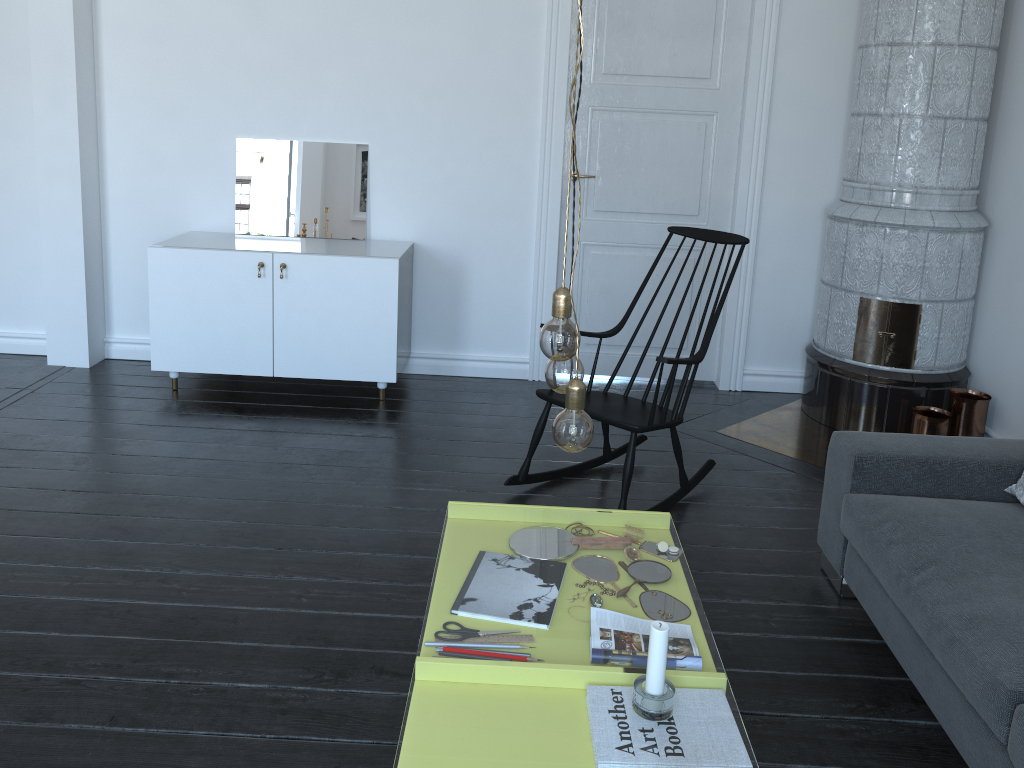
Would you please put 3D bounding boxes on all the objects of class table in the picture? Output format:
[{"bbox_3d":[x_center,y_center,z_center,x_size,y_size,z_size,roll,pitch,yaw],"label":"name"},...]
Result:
[{"bbox_3d":[0.105,0.737,1.739,0.600,0.389,1.440,3,17,0],"label":"table"}]

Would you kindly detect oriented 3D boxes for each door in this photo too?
[{"bbox_3d":[0.731,-1.193,4.649,1.169,2.418,0.118,3,11,1],"label":"door"}]

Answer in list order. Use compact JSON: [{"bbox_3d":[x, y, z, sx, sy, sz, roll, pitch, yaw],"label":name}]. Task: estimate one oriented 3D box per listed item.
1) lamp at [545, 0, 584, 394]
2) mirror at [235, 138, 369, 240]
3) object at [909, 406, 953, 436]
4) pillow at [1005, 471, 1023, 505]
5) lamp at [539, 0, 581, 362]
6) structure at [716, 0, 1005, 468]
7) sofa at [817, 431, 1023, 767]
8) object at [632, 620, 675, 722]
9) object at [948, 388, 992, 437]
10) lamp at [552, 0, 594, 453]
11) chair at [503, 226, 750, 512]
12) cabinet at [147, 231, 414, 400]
[{"bbox_3d":[0.126,-0.699,1.516,0.087,1.463,0.075,-6,14,-37],"label":"lamp"},{"bbox_3d":[-1.114,-1.031,4.662,0.695,0.491,0.055,3,11,1],"label":"mirror"},{"bbox_3d":[1.892,0.223,3.994,0.171,0.195,0.179,0,14,-9],"label":"object"},{"bbox_3d":[1.620,0.441,1.612,0.478,0.479,2.111,4,17,5],"label":"pillow"},{"bbox_3d":[0.118,-0.759,1.438,0.075,1.463,0.075,-7,15,-42],"label":"lamp"},{"bbox_3d":[1.759,-1.175,4.059,1.281,2.824,0.789,-9,16,-44],"label":"structure"},{"bbox_3d":[1.504,0.642,1.722,1.084,0.705,2.439,3,17,0],"label":"sofa"},{"bbox_3d":[0.257,0.504,1.571,0.075,0.169,0.075,11,15,35],"label":"object"},{"bbox_3d":[2.074,0.181,4.025,0.176,0.274,0.177,3,13,0],"label":"object"},{"bbox_3d":[0.134,-0.599,1.431,0.089,1.463,0.075,8,12,24],"label":"lamp"},{"bbox_3d":[0.495,-0.073,3.419,0.914,0.982,0.622,-11,18,-43],"label":"chair"},{"bbox_3d":[-1.149,-0.350,4.500,1.200,0.719,0.605,3,14,1],"label":"cabinet"}]
